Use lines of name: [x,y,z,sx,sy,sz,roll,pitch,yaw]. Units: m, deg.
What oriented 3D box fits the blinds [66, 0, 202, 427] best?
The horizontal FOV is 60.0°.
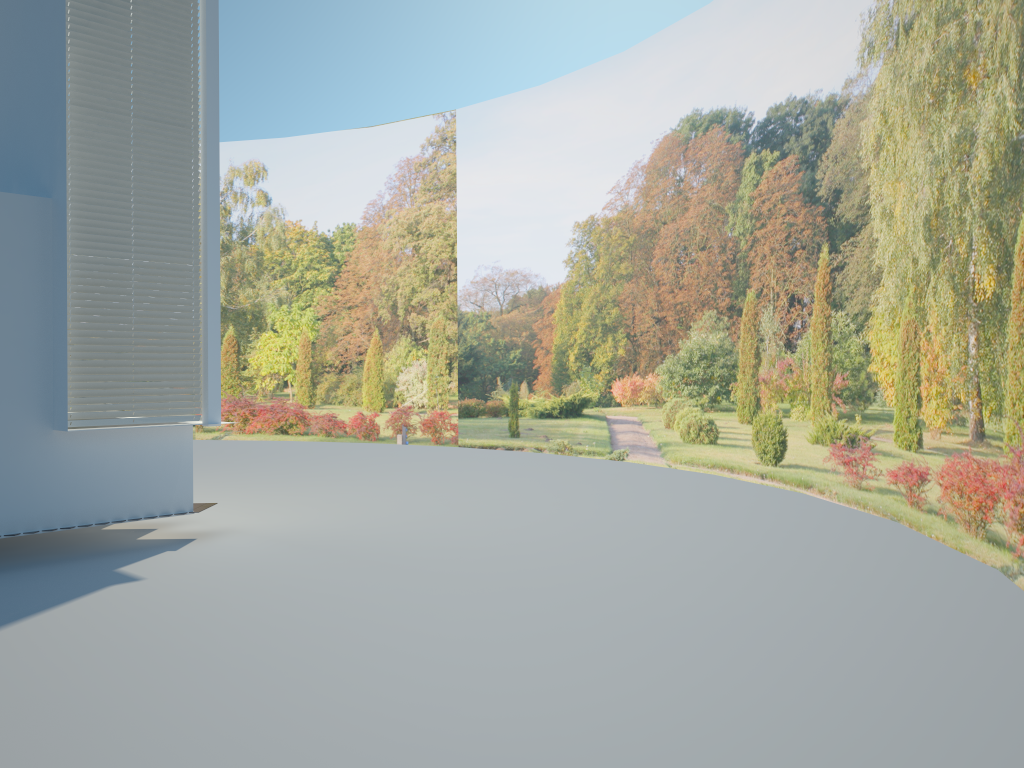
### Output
blinds: [-3.951,-1.798,9.043,1.219,4.266,3.918,0,0,-28]
